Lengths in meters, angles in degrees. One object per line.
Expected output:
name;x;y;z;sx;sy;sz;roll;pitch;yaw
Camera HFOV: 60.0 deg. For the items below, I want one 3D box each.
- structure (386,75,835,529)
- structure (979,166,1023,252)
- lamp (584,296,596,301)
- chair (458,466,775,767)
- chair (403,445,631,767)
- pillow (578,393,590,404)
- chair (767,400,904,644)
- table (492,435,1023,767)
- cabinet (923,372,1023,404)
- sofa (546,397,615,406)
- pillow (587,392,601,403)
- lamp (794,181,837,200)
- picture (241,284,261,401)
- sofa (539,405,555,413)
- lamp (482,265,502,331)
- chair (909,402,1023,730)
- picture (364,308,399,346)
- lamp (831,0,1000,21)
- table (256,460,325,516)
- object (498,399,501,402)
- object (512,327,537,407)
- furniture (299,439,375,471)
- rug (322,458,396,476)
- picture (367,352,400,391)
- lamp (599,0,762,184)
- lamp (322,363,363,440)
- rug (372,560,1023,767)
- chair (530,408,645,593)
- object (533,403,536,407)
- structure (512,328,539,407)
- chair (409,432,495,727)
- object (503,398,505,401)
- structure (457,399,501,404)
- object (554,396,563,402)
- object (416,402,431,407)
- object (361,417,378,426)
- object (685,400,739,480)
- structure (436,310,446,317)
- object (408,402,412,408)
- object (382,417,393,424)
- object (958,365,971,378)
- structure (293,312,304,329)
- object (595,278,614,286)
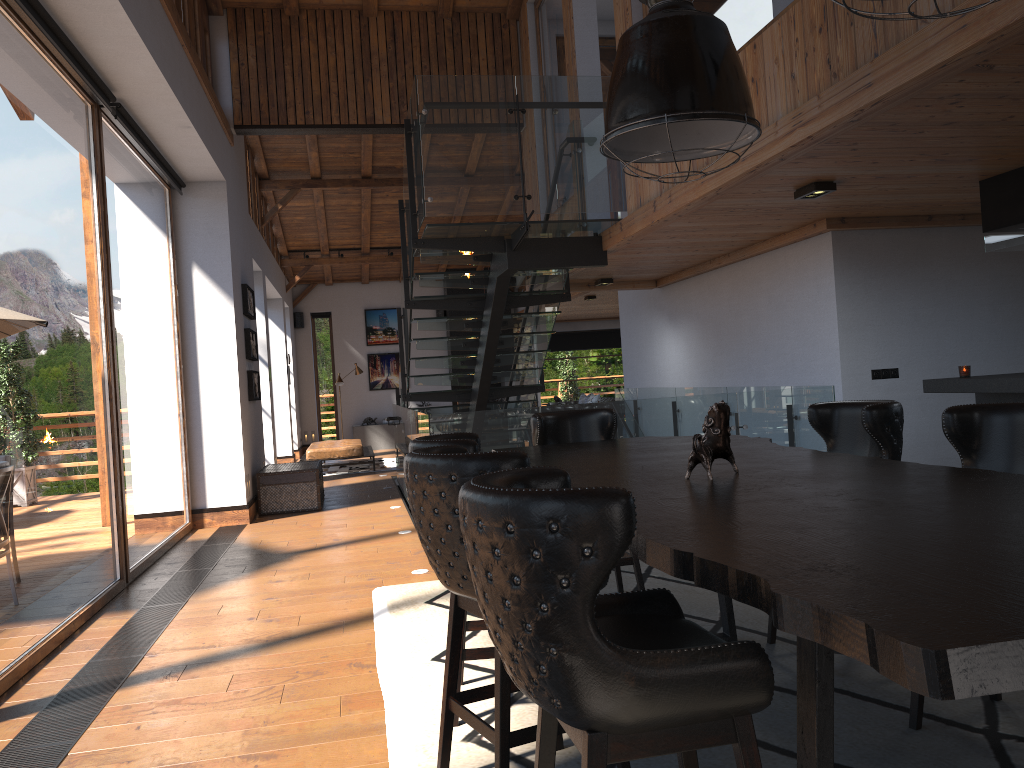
structure;-1.986;1.007;7.829;9.255;6.399;10.973;-4;0;-11
structure;3.687;-1.129;4.241;0.714;0.476;3.235;-4;0;-10
lamp;1.380;-1.521;15.636;0.156;0.068;0.260;-4;0;-11
chair;0.209;0.718;1.762;0.571;1.092;0.501;-4;0;-12
chair;-0.011;0.730;2.695;0.574;1.092;0.499;-4;0;-27
pillow;1.487;0.404;18.160;0.284;0.469;0.526;-4;0;-8
chair;1.441;0.631;3.880;0.571;1.092;0.501;-4;0;-12
table;0.783;0.768;2.981;1.436;0.950;3.778;-4;0;-11
cabinet;3.816;0.471;4.042;0.893;1.104;4.778;-4;0;-10
sofa;1.544;0.713;17.674;1.245;0.838;2.553;-4;0;-11
pillow;1.608;0.398;17.494;0.284;0.469;0.526;-4;0;-8
lamp;1.899;-1.219;5.561;0.156;0.068;0.260;-4;0;-11
picture;-3.019;-0.462;10.270;0.059;1.312;0.770;-4;0;-10
sofa;0.029;0.821;15.193;2.579;0.838;1.233;-4;0;-12
lamp;-0.489;-1.962;17.328;0.263;2.202;0.796;-4;0;-20
chair;1.660;0.619;2.946;0.574;1.092;0.499;-4;0;-27
picture;-2.820;-1.275;19.754;0.884;0.816;0.036;-4;-1;-12
lamp;0.789;-3.151;1.905;0.614;4.685;0.628;-4;-1;34
table;-2.565;1.192;10.351;0.687;0.470;1.248;-4;0;-11
object;-0.260;0.741;19.459;0.304;1.018;0.311;-4;-1;34
object;0.268;-0.093;20.108;0.496;2.612;0.464;-4;-1;-11
furniture;-2.992;1.220;15.277;1.181;0.437;2.746;-4;0;-10
rug;-1.671;1.325;15.342;3.825;0.053;2.421;-4;0;-10
picture;-2.755;-0.282;19.745;0.884;0.816;0.036;-4;-1;-12
lamp;0.506;-3.137;3.464;0.614;4.685;0.628;-4;-1;34
lamp;-3.495;0.514;18.412;0.525;1.899;1.328;-4;0;10
rug;0.815;1.221;3.306;2.564;0.047;5.604;-4;0;-11
chair;0.397;0.696;4.930;0.507;1.092;0.565;-4;0;-12
object;0.482;0.808;19.806;0.270;0.795;0.261;-4;-1;-28
structure;0.276;-0.100;20.100;0.504;2.617;0.509;-4;-1;-11
chair;-0.092;0.742;3.511;0.569;1.092;0.503;-4;0;-2
object;-0.010;0.475;16.748;0.406;0.808;0.620;-4;0;0
structure;-0.718;0.517;19.750;0.987;0.514;0.182;-4;0;-12
object;1.008;0.402;19.136;0.148;0.319;0.251;-4;0;30
object;-1.939;0.592;19.613;0.339;0.455;0.335;-4;0;15
object;-3.105;0.810;19.375;0.401;0.183;0.229;-4;0;33
object;0.647;0.183;2.918;0.114;0.253;0.223;-4;0;42
structure;-1.597;-1.589;19.931;0.214;0.349;0.212;-4;0;-11
object;-2.357;0.592;19.462;0.262;0.532;0.422;-3;0;-42
object;-2.718;0.796;19.474;0.282;0.160;0.258;-4;0;-9
object;3.142;-0.085;6.150;0.078;0.081;0.080;-4;0;24
structure;-4.643;-1.387;19.304;0.214;0.349;0.212;-4;0;-11
object;1.058;-1.178;10.206;0.156;0.068;0.260;-4;0;-11
